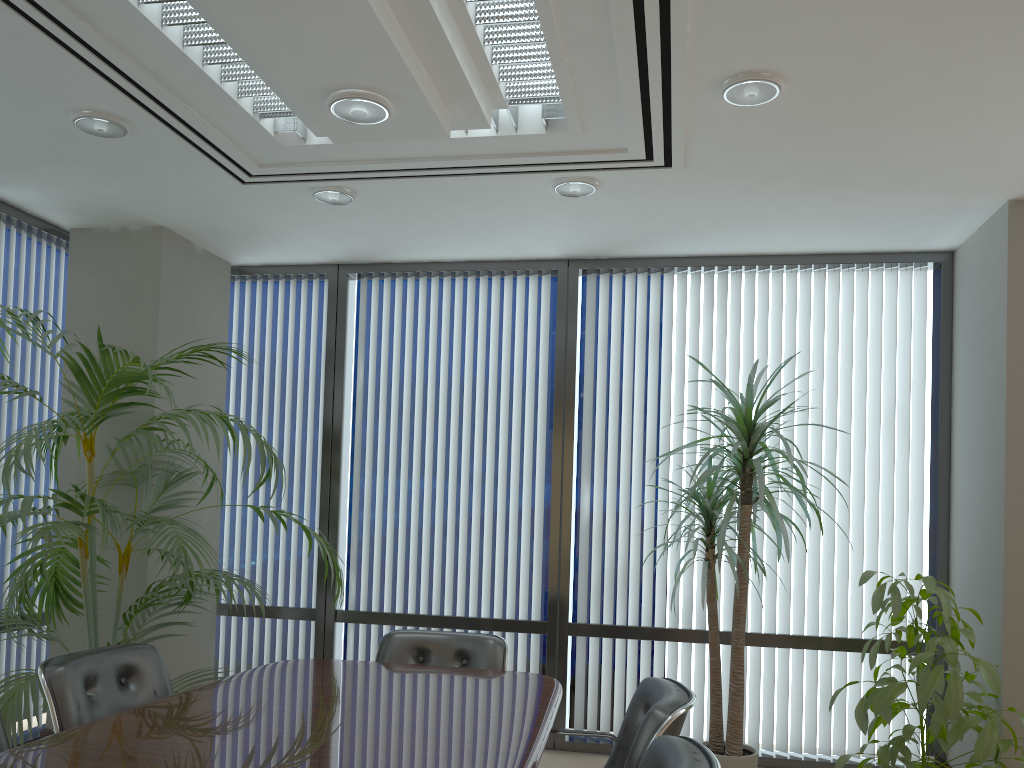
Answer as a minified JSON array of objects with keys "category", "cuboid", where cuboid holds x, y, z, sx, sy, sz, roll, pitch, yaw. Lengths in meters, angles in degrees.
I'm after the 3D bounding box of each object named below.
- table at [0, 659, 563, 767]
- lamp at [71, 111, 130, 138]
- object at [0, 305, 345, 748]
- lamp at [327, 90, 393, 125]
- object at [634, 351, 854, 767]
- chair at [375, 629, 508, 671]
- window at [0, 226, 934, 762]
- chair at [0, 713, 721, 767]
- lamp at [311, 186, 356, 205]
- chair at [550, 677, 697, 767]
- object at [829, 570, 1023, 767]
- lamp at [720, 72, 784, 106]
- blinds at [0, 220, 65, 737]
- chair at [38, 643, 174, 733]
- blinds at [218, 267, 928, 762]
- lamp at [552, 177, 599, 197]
[{"category":"table","cuboid":[-0.787,1.371,2.057,1.506,0.744,4.106,1,-8,11]},{"category":"lamp","cuboid":[-1.728,-1.083,3.704,0.225,0.035,0.227,-4,-9,35]},{"category":"object","cuboid":[-2.059,0.778,4.327,2.089,2.466,2.181,-1,-5,31]},{"category":"lamp","cuboid":[-0.526,-0.949,3.050,0.225,0.035,0.227,-4,-9,35]},{"category":"object","cuboid":[1.177,1.010,4.580,1.018,2.302,1.036,3,-3,-14]},{"category":"chair","cuboid":[-0.390,1.603,4.016,0.758,0.854,0.859,1,-5,11]},{"category":"window","cuboid":[-1.558,0.557,4.611,7.403,2.896,3.544,7,-7,-34]},{"category":"chair","cuboid":[-0.724,1.374,2.451,2.526,0.854,0.764,0,-5,10]},{"category":"lamp","cuboid":[-0.904,-0.950,4.473,0.225,0.035,0.227,-1,-8,21]},{"category":"chair","cuboid":[0.209,1.496,3.115,0.852,0.854,0.740,1,-5,6]},{"category":"object","cuboid":[1.994,1.542,4.101,0.981,1.306,0.860,3,-4,-19]},{"category":"lamp","cuboid":[0.874,-1.069,3.220,0.225,0.035,0.227,-4,-9,35]},{"category":"blinds","cuboid":[-3.115,0.349,3.518,0.031,2.888,4.937,1,-6,11]},{"category":"chair","cuboid":[-1.351,1.491,3.429,0.852,0.854,0.764,0,-5,16]},{"category":"blinds","cuboid":[-0.013,0.740,5.623,4.926,2.896,0.051,1,-2,11]},{"category":"lamp","cuboid":[0.305,-0.943,4.248,0.225,0.035,0.227,2,-8,0]}]
